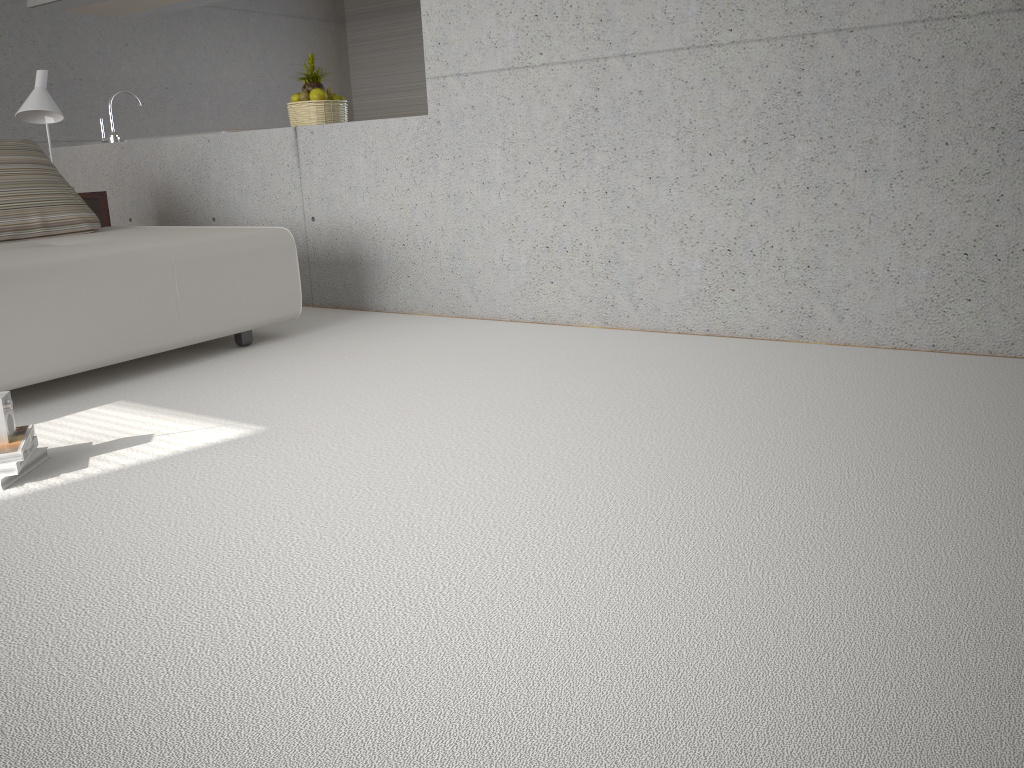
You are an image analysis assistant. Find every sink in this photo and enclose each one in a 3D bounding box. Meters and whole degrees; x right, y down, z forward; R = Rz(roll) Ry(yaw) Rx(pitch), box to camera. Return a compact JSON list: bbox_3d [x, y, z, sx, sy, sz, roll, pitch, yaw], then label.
[{"bbox_3d":[-2.269,-1.759,6.069,1.708,0.532,0.776,6,17,33],"label":"sink"}]

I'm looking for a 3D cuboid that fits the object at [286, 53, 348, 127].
[{"bbox_3d":[-1.183,-1.762,5.305,0.333,0.435,0.374,1,13,19],"label":"object"}]

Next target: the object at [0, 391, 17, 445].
[{"bbox_3d":[-1.448,-0.005,2.404,0.090,0.361,0.188,-6,12,-15],"label":"object"}]

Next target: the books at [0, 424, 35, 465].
[{"bbox_3d":[-1.461,0.178,2.480,0.190,0.031,0.268,-9,16,-21],"label":"books"}]

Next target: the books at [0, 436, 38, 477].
[{"bbox_3d":[-1.462,0.211,2.479,0.189,0.031,0.268,-7,15,-16],"label":"books"}]

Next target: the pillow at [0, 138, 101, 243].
[{"bbox_3d":[-2.579,-0.958,4.378,0.579,0.509,0.817,6,16,34],"label":"pillow"}]

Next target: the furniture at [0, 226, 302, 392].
[{"bbox_3d":[-2.255,-0.302,3.765,1.617,0.514,2.198,6,17,33],"label":"furniture"}]

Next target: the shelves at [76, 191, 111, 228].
[{"bbox_3d":[-3.081,-0.499,4.306,0.401,0.704,2.281,4,16,33],"label":"shelves"}]

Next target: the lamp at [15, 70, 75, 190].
[{"bbox_3d":[-2.615,-1.423,4.980,0.244,0.689,0.328,0,12,15],"label":"lamp"}]

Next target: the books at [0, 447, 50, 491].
[{"bbox_3d":[-1.460,0.242,2.485,0.189,0.031,0.269,-4,15,-1],"label":"books"}]
